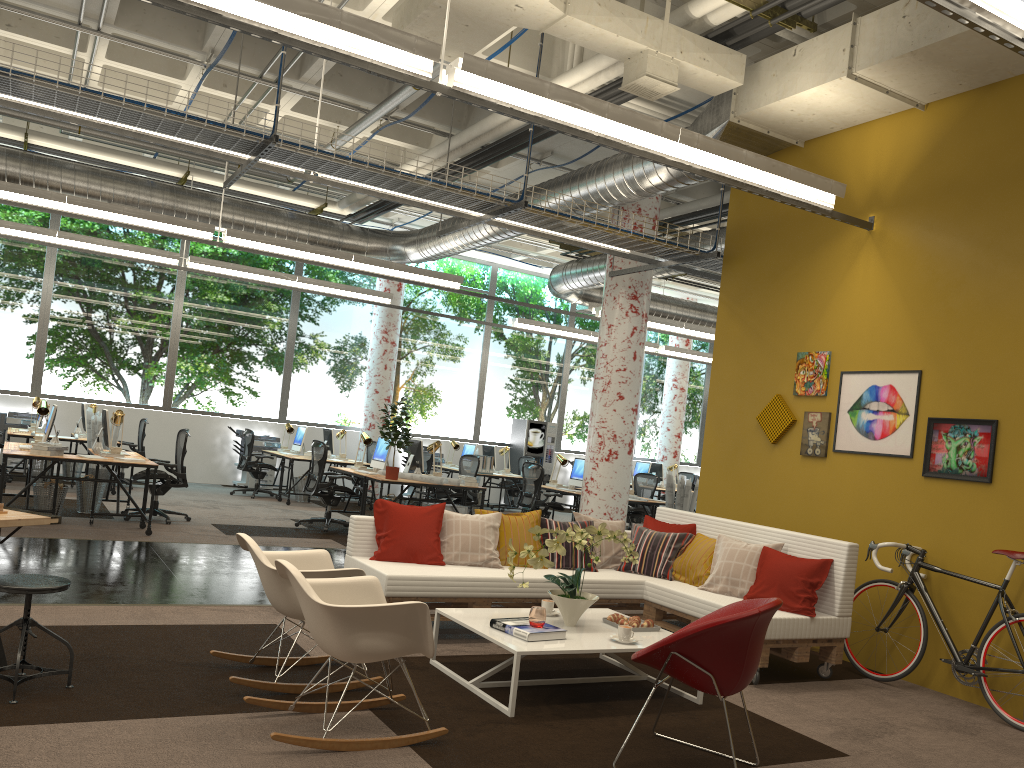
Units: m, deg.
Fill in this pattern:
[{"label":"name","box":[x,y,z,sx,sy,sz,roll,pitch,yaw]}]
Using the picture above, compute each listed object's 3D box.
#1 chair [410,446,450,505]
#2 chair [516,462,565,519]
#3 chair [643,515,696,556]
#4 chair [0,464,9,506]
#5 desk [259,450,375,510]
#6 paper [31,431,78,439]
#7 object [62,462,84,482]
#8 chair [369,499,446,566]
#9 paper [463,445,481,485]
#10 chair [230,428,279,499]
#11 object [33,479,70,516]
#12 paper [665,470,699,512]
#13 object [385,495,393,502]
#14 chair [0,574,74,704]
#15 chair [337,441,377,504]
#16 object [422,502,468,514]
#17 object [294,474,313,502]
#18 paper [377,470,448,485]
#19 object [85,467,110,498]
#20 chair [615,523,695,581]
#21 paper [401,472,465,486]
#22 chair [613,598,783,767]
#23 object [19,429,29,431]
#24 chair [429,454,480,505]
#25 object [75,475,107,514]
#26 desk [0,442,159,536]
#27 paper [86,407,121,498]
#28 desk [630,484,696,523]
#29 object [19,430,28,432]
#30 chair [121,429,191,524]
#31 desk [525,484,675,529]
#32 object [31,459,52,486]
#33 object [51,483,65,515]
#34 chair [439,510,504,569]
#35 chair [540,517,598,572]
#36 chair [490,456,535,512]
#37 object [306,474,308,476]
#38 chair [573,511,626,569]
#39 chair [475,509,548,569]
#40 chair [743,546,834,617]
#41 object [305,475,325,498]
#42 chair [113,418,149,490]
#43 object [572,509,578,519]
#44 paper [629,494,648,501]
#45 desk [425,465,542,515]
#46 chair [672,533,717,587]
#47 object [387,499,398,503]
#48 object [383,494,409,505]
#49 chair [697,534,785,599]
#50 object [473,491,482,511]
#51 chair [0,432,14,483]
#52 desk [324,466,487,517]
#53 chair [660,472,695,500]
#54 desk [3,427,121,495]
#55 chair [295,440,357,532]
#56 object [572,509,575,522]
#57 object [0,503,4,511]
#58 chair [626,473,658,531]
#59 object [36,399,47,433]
[{"label":"chair","box":[-1.408,1.674,15.887,0.768,1.085,0.795,5,-2,45]},{"label":"chair","box":[0.406,1.674,12.661,0.768,1.085,0.795,5,-2,45]},{"label":"chair","box":[1.240,1.310,7.166,0.533,0.437,0.288,5,-2,33]},{"label":"chair","box":[-5.544,0.804,9.185,0.768,1.085,0.795,5,-2,45]},{"label":"desk","box":[-3.257,1.572,14.651,1.405,0.723,1.938,8,-4,-29]},{"label":"paper","box":[-6.268,0.698,12.152,0.627,0.061,0.567,8,-4,-32]},{"label":"object","box":[-6.716,1.269,13.534,0.354,0.434,0.358,7,-2,-33]},{"label":"chair","box":[-0.728,1.042,6.222,0.535,0.444,0.301,7,-2,-13]},{"label":"paper","box":[-0.795,1.782,17.500,0.439,1.197,0.413,6,-1,39]},{"label":"chair","box":[-4.114,1.282,14.356,0.768,1.085,0.795,5,-2,45]},{"label":"object","box":[-4.808,1.210,9.199,0.354,0.434,0.358,7,-2,-33]},{"label":"paper","box":[2.263,1.782,12.070,0.439,1.197,0.413,6,-1,39]},{"label":"object","box":[-1.669,1.725,12.065,0.120,0.403,0.235,7,-1,-28]},{"label":"chair","box":[-2.234,1.145,4.053,0.346,0.497,0.338,6,-2,20]},{"label":"chair","box":[-2.632,1.510,15.407,0.768,1.085,0.795,5,-2,45]},{"label":"object","box":[-0.852,1.731,11.047,0.543,0.454,0.220,8,-2,-29]},{"label":"object","box":[-3.378,1.689,14.370,0.354,0.434,0.358,7,-2,-33]},{"label":"paper","box":[-1.238,1.128,10.810,1.131,0.082,0.083,4,-3,35]},{"label":"object","box":[-5.559,1.325,11.896,0.352,0.398,0.354,6,-2,16]},{"label":"chair","box":[1.103,1.318,6.902,0.515,0.392,0.359,5,-2,30]},{"label":"paper","box":[-1.093,1.149,10.891,1.132,0.082,0.083,5,-3,25]},{"label":"chair","box":[0.854,1.322,4.002,0.635,0.811,0.837,5,-2,35]},{"label":"object","box":[-7.000,0.666,12.699,0.119,0.017,0.438,8,-4,-29]},{"label":"chair","box":[-0.790,1.487,12.119,0.768,1.085,0.795,5,-2,45]},{"label":"object","box":[-4.868,1.267,10.217,0.354,0.434,0.358,7,-2,-33]},{"label":"desk","box":[-4.687,1.094,9.480,1.405,0.723,1.938,8,-4,-29]},{"label":"paper","box":[-5.535,0.914,11.911,0.439,1.197,0.413,6,-1,39]},{"label":"desk","box":[2.900,2.466,18.135,1.405,0.723,1.938,8,-4,-29]},{"label":"object","box":[-6.845,0.659,12.409,0.106,0.029,0.059,8,-3,-28]},{"label":"chair","box":[-4.062,1.032,10.236,0.768,1.085,0.795,5,-2,45]},{"label":"desk","box":[1.263,1.965,12.956,1.405,0.723,1.938,8,-4,-29]},{"label":"object","box":[-6.656,1.213,12.515,0.354,0.434,0.358,7,-2,-33]},{"label":"object","box":[-4.739,1.234,9.233,0.120,0.403,0.235,7,-1,-28]},{"label":"chair","box":[-0.318,1.120,6.403,0.525,0.401,0.331,7,-2,-10]},{"label":"chair","box":[0.407,1.238,6.780,0.524,0.408,0.341,7,-2,-13]},{"label":"chair","box":[0.073,1.903,16.938,0.768,1.085,0.795,5,-2,45]},{"label":"object","box":[-3.511,1.749,15.354,0.120,0.403,0.235,7,-1,-28]},{"label":"chair","box":[0.734,1.260,7.043,0.547,0.437,0.334,7,-2,-24]},{"label":"chair","box":[-0.001,1.150,6.617,0.547,0.438,0.316,7,-2,-17]},{"label":"chair","box":[1.848,1.329,5.944,0.518,0.394,0.336,4,-3,38]},{"label":"object","box":[-3.439,1.745,15.388,0.354,0.434,0.358,7,-2,-33]},{"label":"chair","box":[-5.910,1.034,13.553,0.768,1.085,0.795,5,-2,45]},{"label":"object","box":[1.009,2.141,13.659,0.120,0.403,0.235,7,-1,-28]},{"label":"paper","box":[1.530,1.566,12.311,0.627,0.061,0.567,8,-4,-32]},{"label":"desk","box":[-0.552,1.965,16.182,1.405,0.723,1.938,8,-4,-29]},{"label":"chair","box":[1.434,1.341,6.670,0.367,0.381,0.520,8,-3,-33]},{"label":"object","box":[-1.537,1.665,11.081,0.354,0.434,0.358,7,-2,-33]},{"label":"object","box":[-1.597,1.722,12.100,0.354,0.434,0.358,7,-2,-33]},{"label":"chair","box":[1.628,1.308,6.309,0.525,0.427,0.313,4,-2,39]},{"label":"object","box":[-0.603,2.105,15.935,0.120,0.403,0.235,7,-1,-28]},{"label":"chair","box":[-7.391,0.806,12.502,0.768,1.085,0.795,5,-2,45]},{"label":"desk","box":[-1.416,1.549,11.362,1.405,0.724,1.938,8,-4,-29]},{"label":"chair","box":[3.525,2.404,18.892,0.768,1.085,0.795,5,-2,45]},{"label":"desk","box":[-6.535,1.097,12.797,1.405,0.723,1.938,8,-4,-29]},{"label":"chair","box":[-2.272,1.259,11.068,0.768,1.085,0.795,5,-2,45]},{"label":"object","box":[1.082,2.137,13.693,0.354,0.434,0.358,7,-2,-33]},{"label":"object","box":[-2.509,0.572,4.156,0.056,0.053,0.251,5,-3,21]},{"label":"chair","box":[1.888,1.902,13.712,0.768,1.085,0.795,5,-2,45]},{"label":"object","box":[-6.769,0.463,12.787,0.190,0.485,0.483,7,-2,-29]}]
